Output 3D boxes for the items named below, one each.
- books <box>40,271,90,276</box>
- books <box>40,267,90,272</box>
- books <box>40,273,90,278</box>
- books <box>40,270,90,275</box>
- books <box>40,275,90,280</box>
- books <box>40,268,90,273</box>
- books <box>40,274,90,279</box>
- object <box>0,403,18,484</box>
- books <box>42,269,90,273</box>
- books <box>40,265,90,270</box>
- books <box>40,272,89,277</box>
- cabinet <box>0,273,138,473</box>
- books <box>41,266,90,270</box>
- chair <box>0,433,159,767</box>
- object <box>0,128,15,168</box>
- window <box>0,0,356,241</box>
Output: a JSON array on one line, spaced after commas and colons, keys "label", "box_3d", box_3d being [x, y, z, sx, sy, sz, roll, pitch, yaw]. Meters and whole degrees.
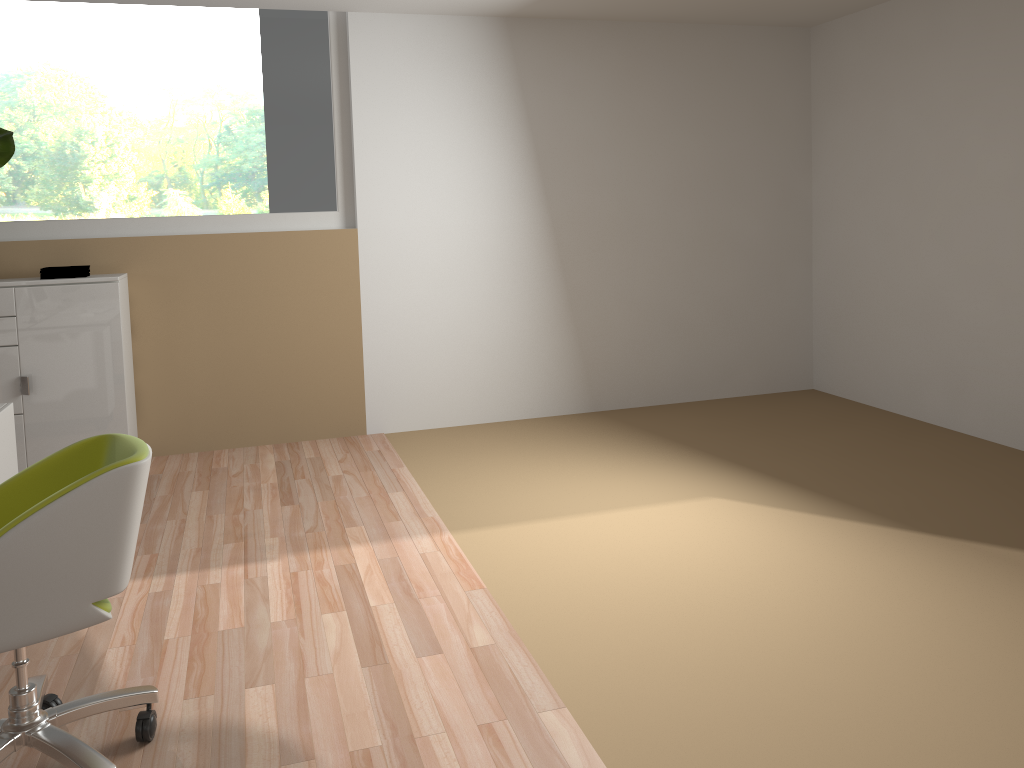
[{"label": "books", "box_3d": [-2.454, -0.609, 4.839, 0.223, 0.006, 0.159, -5, 12, -17]}, {"label": "books", "box_3d": [-2.456, -0.631, 4.840, 0.223, 0.008, 0.159, -5, 12, -17]}, {"label": "books", "box_3d": [-2.454, -0.598, 4.839, 0.223, 0.006, 0.159, -5, 12, -17]}, {"label": "books", "box_3d": [-2.454, -0.614, 4.839, 0.223, 0.006, 0.159, -5, 12, -17]}, {"label": "books", "box_3d": [-2.454, -0.587, 4.839, 0.223, 0.007, 0.159, -5, 12, -17]}, {"label": "books", "box_3d": [-2.455, -0.626, 4.840, 0.223, 0.008, 0.159, -5, 12, -17]}, {"label": "books", "box_3d": [-2.454, -0.592, 4.840, 0.223, 0.006, 0.159, -5, 12, -17]}, {"label": "object", "box_3d": [-2.250, 0.462, 3.333, 0.623, 0.669, 0.311, -4, 6, -17]}, {"label": "books", "box_3d": [-2.455, -0.620, 4.837, 0.222, 0.006, 0.159, -5, 11, -15]}, {"label": "books", "box_3d": [-2.453, -0.641, 4.837, 0.223, 0.006, 0.159, -5, 12, -17]}, {"label": "books", "box_3d": [-2.456, -0.604, 4.839, 0.223, 0.006, 0.159, -6, 12, -18]}, {"label": "cabinet", "box_3d": [-2.877, -0.003, 4.716, 1.526, 1.073, 0.420, -5, 6, -17]}, {"label": "books", "box_3d": [-2.453, -0.636, 4.836, 0.223, 0.007, 0.159, -5, 12, -17]}, {"label": "chair", "box_3d": [-1.192, 0.587, 2.185, 0.603, 0.801, 0.625, -8, 9, -41]}, {"label": "object", "box_3d": [-3.059, -0.947, 4.623, 0.860, 0.837, 0.267, -5, 5, -20]}, {"label": "window", "box_3d": [-2.749, -1.707, 4.991, 3.642, 1.781, 0.045, -5, 5, -17]}]
